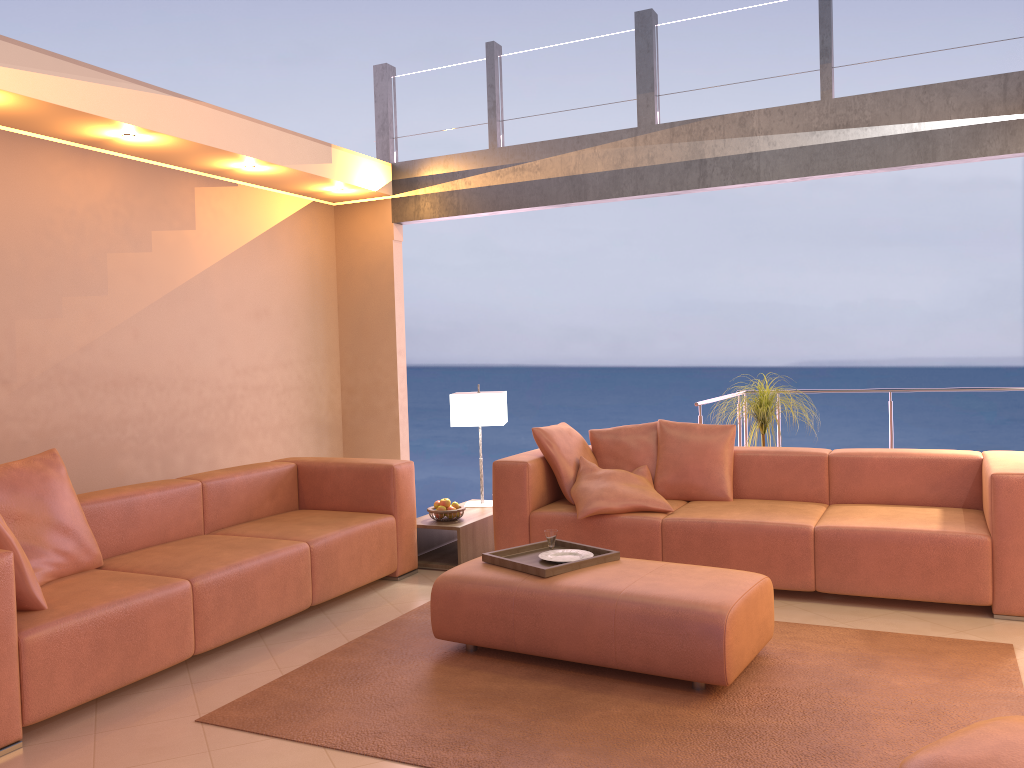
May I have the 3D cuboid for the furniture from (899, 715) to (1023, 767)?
[{"bbox_3d":[1.413,1.047,2.238,0.659,0.226,0.699,-3,2,-34],"label":"furniture"}]

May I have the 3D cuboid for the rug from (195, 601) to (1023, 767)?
[{"bbox_3d":[0.467,1.123,3.367,2.626,0.005,1.833,-1,2,26],"label":"rug"}]

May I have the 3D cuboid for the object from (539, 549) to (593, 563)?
[{"bbox_3d":[0.235,0.755,3.865,0.240,0.018,0.240,-2,2,-11],"label":"object"}]

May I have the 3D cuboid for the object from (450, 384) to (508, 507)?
[{"bbox_3d":[-0.209,0.401,5.895,0.344,0.799,0.344,-2,2,4],"label":"object"}]

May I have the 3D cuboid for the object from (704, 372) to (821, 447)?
[{"bbox_3d":[1.655,0.467,5.844,0.703,1.088,0.729,-2,2,-6],"label":"object"}]

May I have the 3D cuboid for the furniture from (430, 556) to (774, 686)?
[{"bbox_3d":[0.368,0.917,3.704,1.291,0.301,0.685,-1,2,31],"label":"furniture"}]

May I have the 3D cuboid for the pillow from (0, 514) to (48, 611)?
[{"bbox_3d":[-1.971,0.605,3.191,0.554,0.486,0.335,-1,2,22],"label":"pillow"}]

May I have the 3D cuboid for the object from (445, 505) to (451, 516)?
[{"bbox_3d":[-0.389,0.774,5.417,0.077,0.065,0.076,-1,2,37],"label":"object"}]

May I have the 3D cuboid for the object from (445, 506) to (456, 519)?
[{"bbox_3d":[-0.368,0.775,5.346,0.074,0.076,0.072,-1,2,36],"label":"object"}]

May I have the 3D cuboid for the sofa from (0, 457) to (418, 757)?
[{"bbox_3d":[-1.552,0.830,4.161,0.943,0.672,2.781,-1,2,26],"label":"sofa"}]

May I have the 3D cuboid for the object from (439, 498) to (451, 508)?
[{"bbox_3d":[-0.405,0.726,5.371,0.069,0.061,0.068,-2,2,-13],"label":"object"}]

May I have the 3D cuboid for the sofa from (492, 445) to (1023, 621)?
[{"bbox_3d":[1.316,0.717,4.858,2.781,0.672,0.943,-1,2,26],"label":"sofa"}]

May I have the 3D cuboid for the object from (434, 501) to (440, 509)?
[{"bbox_3d":[-0.452,0.734,5.397,0.047,0.046,0.054,-1,2,12],"label":"object"}]

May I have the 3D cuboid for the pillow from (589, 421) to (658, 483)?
[{"bbox_3d":[0.703,0.447,5.313,0.492,0.446,0.255,-2,2,9],"label":"pillow"}]

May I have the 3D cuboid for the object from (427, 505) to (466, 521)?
[{"bbox_3d":[-0.398,0.788,5.392,0.235,0.071,0.235,-1,2,18],"label":"object"}]

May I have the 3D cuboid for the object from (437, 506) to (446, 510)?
[{"bbox_3d":[-0.423,0.754,5.328,0.055,0.047,0.045,-2,2,3],"label":"object"}]

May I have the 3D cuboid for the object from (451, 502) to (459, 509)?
[{"bbox_3d":[-0.344,0.741,5.386,0.051,0.053,0.045,-3,2,-41],"label":"object"}]

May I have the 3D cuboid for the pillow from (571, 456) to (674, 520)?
[{"bbox_3d":[0.579,0.561,4.946,0.517,0.292,0.514,-2,2,-5],"label":"pillow"}]

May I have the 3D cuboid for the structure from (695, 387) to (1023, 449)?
[{"bbox_3d":[3.415,0.326,5.766,4.176,0.541,1.663,-1,2,26],"label":"structure"}]

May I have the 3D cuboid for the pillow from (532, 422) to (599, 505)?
[{"bbox_3d":[0.354,0.466,5.273,0.314,0.455,0.519,-1,2,22],"label":"pillow"}]

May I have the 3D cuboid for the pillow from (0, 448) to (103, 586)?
[{"bbox_3d":[-1.976,0.551,3.618,0.302,0.528,0.582,-2,2,9],"label":"pillow"}]

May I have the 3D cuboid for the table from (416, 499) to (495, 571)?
[{"bbox_3d":[-0.284,0.947,5.632,0.412,0.268,0.918,-1,2,26],"label":"table"}]

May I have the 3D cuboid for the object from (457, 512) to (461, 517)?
[{"bbox_3d":[-0.333,0.788,5.395,0.046,0.046,0.055,-2,2,3],"label":"object"}]

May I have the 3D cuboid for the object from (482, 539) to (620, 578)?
[{"bbox_3d":[0.168,0.753,3.870,0.436,0.034,0.421,-3,2,-39],"label":"object"}]

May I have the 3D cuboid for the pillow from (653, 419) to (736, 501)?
[{"bbox_3d":[1.055,0.443,5.140,0.470,0.468,0.211,-1,2,21],"label":"pillow"}]

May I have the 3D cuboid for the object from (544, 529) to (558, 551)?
[{"bbox_3d":[0.179,0.715,4.050,0.061,0.091,0.061,-2,2,10],"label":"object"}]
